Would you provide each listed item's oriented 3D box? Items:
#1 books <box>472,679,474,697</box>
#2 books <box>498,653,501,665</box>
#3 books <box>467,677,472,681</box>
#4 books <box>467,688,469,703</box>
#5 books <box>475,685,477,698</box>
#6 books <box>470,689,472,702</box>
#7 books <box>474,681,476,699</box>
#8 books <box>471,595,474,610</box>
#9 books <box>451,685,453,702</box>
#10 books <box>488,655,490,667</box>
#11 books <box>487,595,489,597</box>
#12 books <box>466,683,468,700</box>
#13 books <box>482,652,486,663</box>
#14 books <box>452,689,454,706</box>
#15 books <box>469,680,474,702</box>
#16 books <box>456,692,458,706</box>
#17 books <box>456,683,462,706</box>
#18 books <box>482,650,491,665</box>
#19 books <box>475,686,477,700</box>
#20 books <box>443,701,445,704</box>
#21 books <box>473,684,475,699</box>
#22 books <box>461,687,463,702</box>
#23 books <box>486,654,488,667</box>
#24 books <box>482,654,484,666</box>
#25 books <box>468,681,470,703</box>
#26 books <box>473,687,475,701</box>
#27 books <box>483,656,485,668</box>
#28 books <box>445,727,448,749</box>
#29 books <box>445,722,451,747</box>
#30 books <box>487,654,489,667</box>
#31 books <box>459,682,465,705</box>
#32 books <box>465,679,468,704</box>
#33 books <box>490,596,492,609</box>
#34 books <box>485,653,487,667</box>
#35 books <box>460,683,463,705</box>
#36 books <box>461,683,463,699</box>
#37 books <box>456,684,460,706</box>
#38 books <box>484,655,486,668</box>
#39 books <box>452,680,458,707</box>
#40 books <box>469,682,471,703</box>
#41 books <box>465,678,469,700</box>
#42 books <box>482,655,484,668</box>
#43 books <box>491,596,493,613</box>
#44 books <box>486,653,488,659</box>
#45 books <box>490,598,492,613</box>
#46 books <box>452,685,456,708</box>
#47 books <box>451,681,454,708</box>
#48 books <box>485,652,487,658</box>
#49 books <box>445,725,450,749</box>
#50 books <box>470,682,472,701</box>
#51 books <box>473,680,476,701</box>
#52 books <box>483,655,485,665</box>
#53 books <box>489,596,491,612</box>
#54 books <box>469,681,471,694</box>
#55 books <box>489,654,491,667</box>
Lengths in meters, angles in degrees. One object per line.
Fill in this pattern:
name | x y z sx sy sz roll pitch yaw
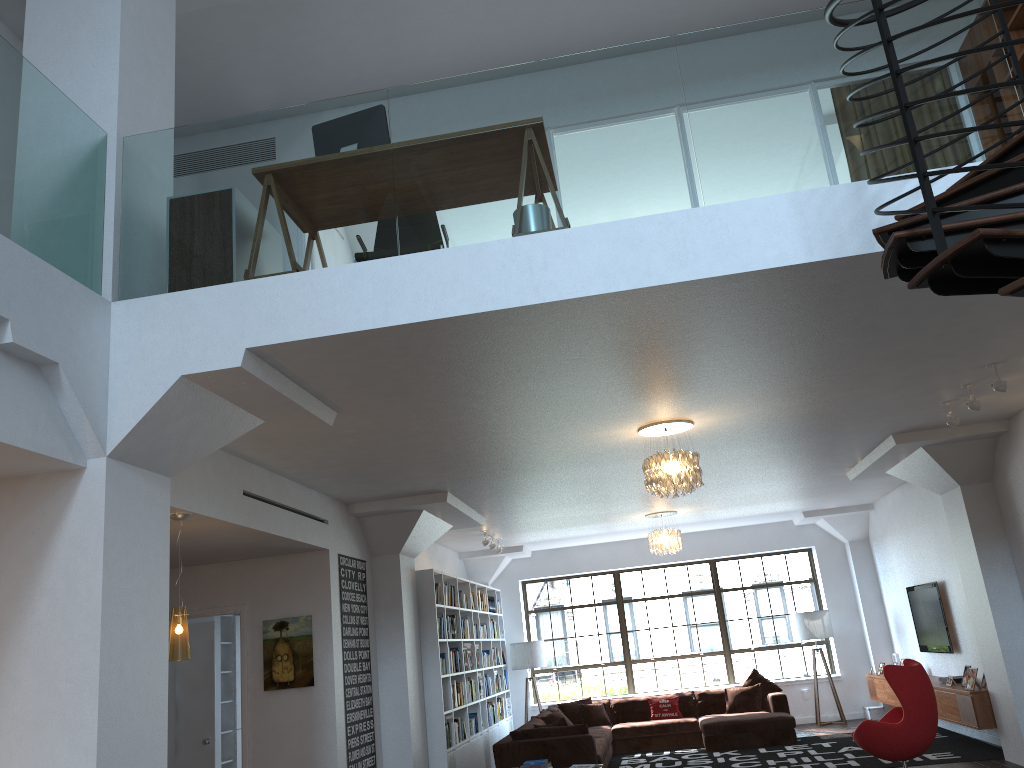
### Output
books | -0.571 3.850 11.119 0.180 0.259 0.060 -8 -17 6
books | -0.269 4.112 13.282 0.161 0.207 0.135 -8 -17 6
books | -0.582 3.822 11.078 0.176 0.290 0.036 -8 -17 6
books | -0.615 3.768 10.770 0.161 0.223 0.026 -8 -17 6
books | -0.545 3.920 11.310 0.168 0.231 0.037 -8 -17 6
books | -0.589 3.824 10.964 0.161 0.223 0.027 -8 -17 6
books | -0.555 3.897 11.247 0.174 0.240 0.045 -8 -17 6
books | -0.618 2.915 11.861 0.174 0.236 0.136 -8 -17 6
books | -0.763 3.520 9.946 0.189 0.247 0.057 -8 -17 7
books | -0.377 3.904 12.490 0.120 0.167 0.020 -8 -17 7
books | -0.427 3.272 13.140 0.183 0.253 0.042 -8 -17 7
books | -0.622 3.748 10.751 0.160 0.250 0.026 -8 -17 6
books | -0.434 3.809 12.228 0.140 0.206 0.042 -8 -17 7
books | -0.734 3.564 10.031 0.144 0.207 0.048 -8 -17 7
books | -0.576 3.829 11.039 0.183 0.253 0.034 -8 -17 6
books | -0.716 3.616 10.237 0.161 0.223 0.026 -8 -17 7
books | -0.690 3.648 10.402 0.183 0.253 0.034 -8 -17 7
books | -0.377 3.898 12.582 0.140 0.231 0.042 -8 -17 7
books | -0.538 3.914 11.277 0.161 0.223 0.026 -8 -17 6
books | -0.836 3.472 9.626 0.174 0.032 0.254 -7 -17 2
books | -0.557 3.886 11.179 0.161 0.223 0.027 -8 -17 6
books | -0.679 3.666 10.465 0.183 0.253 0.034 -8 -17 7
books | -0.405 3.858 12.351 0.128 0.178 0.022 -8 -17 7
books | -0.457 3.780 12.076 0.128 0.178 0.021 -8 -17 7
books | -0.612 3.777 10.854 0.183 0.253 0.034 -8 -17 6
books | -0.561 3.865 11.158 0.160 0.250 0.026 -8 -17 6
books | -0.436 3.800 12.105 0.110 0.153 0.018 -8 -17 7
books | -0.776 3.786 9.467 0.161 0.223 0.032 -8 -17 7
books | -0.763 3.816 9.620 0.183 0.253 0.042 -8 -17 7
books | -0.389 3.886 12.438 0.109 0.171 0.018 -8 -17 7
books | -0.660 3.693 10.562 0.183 0.253 0.034 -8 -17 7
books | -0.645 3.722 10.714 0.198 0.284 0.066 -8 -17 6
books | -0.394 3.319 13.306 0.183 0.253 0.042 -8 -17 7
books | -0.423 3.827 12.263 0.139 0.191 0.036 -8 -17 7
books | -0.680 3.656 10.433 0.183 0.253 0.034 -8 -17 7
books | -0.667 3.687 10.534 0.160 0.250 0.026 -8 -17 7
books | -0.700 3.628 10.322 0.171 0.246 0.057 -8 -17 7
books | -0.423 3.812 12.164 0.106 0.162 0.030 -8 -17 7
books | -0.727 3.574 10.209 0.176 0.290 0.053 -8 -17 7
books | -0.603 3.786 10.886 0.183 0.253 0.034 -8 -17 6
books | -0.621 3.748 10.819 0.176 0.290 0.053 -8 -17 6
books | -0.462 3.771 12.054 0.134 0.184 0.029 -8 -17 7
books | -0.383 3.330 13.347 0.183 0.253 0.042 -8 -17 7
books | -0.406 3.870 12.398 0.134 0.184 0.030 -8 -17 7
books | -0.403 3.308 13.265 0.183 0.253 0.042 -8 -17 7
books | -0.735 3.572 10.124 0.171 0.246 0.057 -8 -17 7
books | -0.740 3.507 10.000 0.140 0.298 0.044 -8 -17 7
books | -0.416 3.843 12.335 0.127 0.200 0.020 -8 -17 7
books | -0.769 3.790 9.510 0.174 0.240 0.054 -8 -17 7
books | -0.592 3.827 11.001 0.174 0.240 0.045 -8 -17 6
books | -0.562 3.880 11.212 0.183 0.253 0.034 -8 -17 6
books | -0.433 3.804 12.141 0.120 0.167 0.019 -8 -17 7
books | -0.415 3.283 13.181 0.183 0.253 0.042 -8 -17 7
books | -0.598 3.802 10.928 0.171 0.246 0.057 -8 -17 6
books | -0.363 3.917 12.538 0.107 0.167 0.017 -8 -17 7
